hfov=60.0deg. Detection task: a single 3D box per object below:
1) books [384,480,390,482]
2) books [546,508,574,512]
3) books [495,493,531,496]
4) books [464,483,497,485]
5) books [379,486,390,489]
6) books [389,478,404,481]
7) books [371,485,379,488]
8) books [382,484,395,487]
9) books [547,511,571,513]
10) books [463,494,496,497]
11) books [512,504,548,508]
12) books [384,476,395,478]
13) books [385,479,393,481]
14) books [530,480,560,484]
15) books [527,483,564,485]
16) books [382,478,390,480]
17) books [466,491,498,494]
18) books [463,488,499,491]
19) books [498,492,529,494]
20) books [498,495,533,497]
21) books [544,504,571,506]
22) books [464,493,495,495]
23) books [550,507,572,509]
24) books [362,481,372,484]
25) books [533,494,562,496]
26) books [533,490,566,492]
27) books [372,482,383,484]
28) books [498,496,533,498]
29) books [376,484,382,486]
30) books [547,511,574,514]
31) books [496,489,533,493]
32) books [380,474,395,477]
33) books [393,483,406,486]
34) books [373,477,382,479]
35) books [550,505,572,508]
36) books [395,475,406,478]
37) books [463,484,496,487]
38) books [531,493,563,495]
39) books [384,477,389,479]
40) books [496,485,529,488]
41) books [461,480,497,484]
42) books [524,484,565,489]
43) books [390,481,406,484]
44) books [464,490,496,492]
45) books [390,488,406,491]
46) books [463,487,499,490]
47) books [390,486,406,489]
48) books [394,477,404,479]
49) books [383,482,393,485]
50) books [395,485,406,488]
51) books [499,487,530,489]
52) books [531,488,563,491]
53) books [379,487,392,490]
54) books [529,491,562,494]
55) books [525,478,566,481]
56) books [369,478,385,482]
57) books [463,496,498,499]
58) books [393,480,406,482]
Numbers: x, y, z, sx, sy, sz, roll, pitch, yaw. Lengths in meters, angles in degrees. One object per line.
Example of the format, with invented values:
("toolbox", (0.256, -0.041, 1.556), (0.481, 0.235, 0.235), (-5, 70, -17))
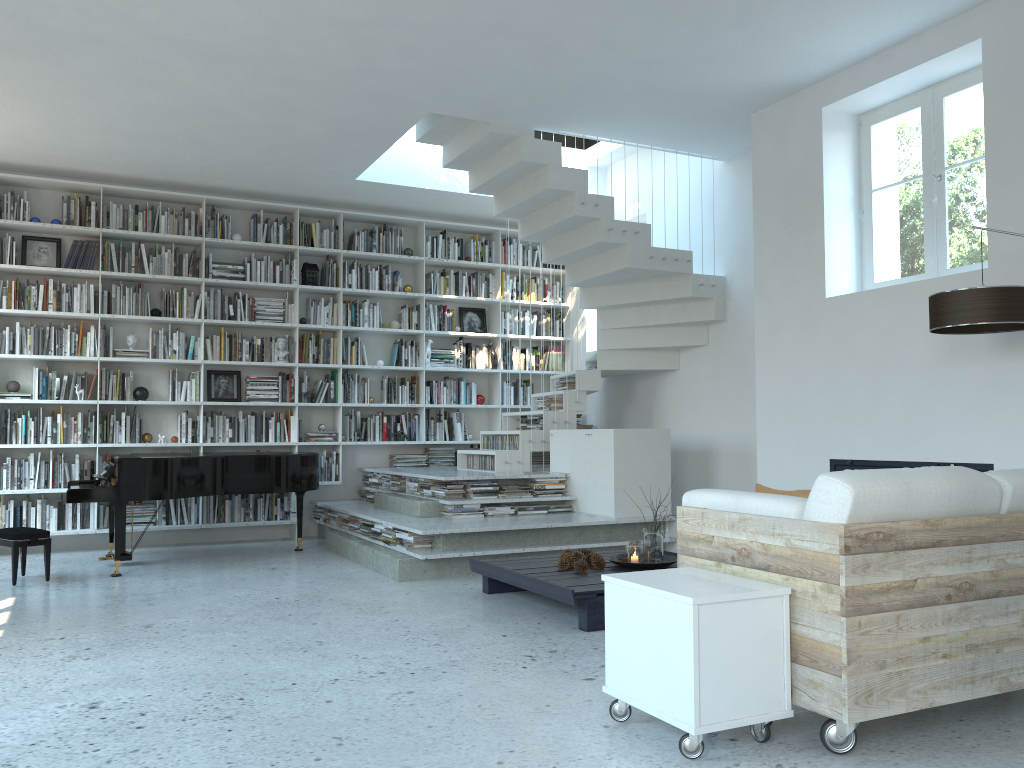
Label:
("books", (-1.070, 0.895, 8.163), (0.150, 0.013, 0.215), (1, -4, -26))
("books", (0.361, 1.013, 7.168), (0.234, 0.017, 0.151), (1, -4, -25))
("books", (-0.008, 0.885, 7.129), (0.293, 0.014, 0.134), (2, -4, -29))
("books", (-0.254, 0.788, 6.998), (0.228, 0.009, 0.159), (2, -4, -30))
("books", (-1.091, 0.948, 8.150), (0.190, 0.012, 0.235), (1, -4, -28))
("books", (-0.962, 0.848, 7.897), (0.187, 0.009, 0.261), (1, -4, -27))
("books", (-1.217, 0.974, 8.426), (0.173, 0.017, 0.233), (1, -4, -27))
("books", (-1.084, 0.931, 8.154), (0.164, 0.023, 0.242), (1, -4, -22))
("books", (0.362, 1.026, 7.166), (0.179, 0.010, 0.160), (1, -4, -26))
("books", (-0.257, 0.877, 7.002), (0.227, 0.013, 0.148), (1, -4, -28))
("books", (0.120, 0.968, 7.040), (0.275, 0.009, 0.176), (1, -4, -26))
("books", (-1.075, 0.851, 8.162), (0.149, 0.013, 0.220), (1, -4, -23))
("books", (-1.073, 0.882, 8.162), (0.144, 0.013, 0.220), (1, -4, -23))
("books", (0.267, 0.798, 7.250), (0.192, 0.024, 0.167), (1, -3, -21))
("books", (0.270, 0.815, 7.243), (0.261, 0.012, 0.179), (1, -4, -22))
("books", (-1.080, 0.871, 8.159), (0.167, 0.008, 0.234), (1, -4, -27))
("books", (-0.249, 0.852, 6.987), (0.215, 0.013, 0.189), (1, -4, -27))
("books", (-0.255, 0.830, 7.000), (0.260, 0.009, 0.153), (1, -4, -23))
("books", (-0.001, 0.870, 7.116), (0.214, 0.015, 0.177), (1, -4, -25))
("books", (0.001, 0.894, 7.111), (0.287, 0.005, 0.165), (1, -4, -21))
("books", (0.357, 0.980, 7.178), (0.215, 0.007, 0.130), (1, -4, -24))
("books", (-0.260, 0.866, 7.007), (0.207, 0.012, 0.131), (2, -4, -30))
("books", (0.359, 1.001, 7.172), (0.225, 0.007, 0.133), (1, -4, -22))
("books", (-1.350, 0.958, 8.686), (0.175, 0.017, 0.265), (1, -4, -23))
("books", (0.268, 0.904, 7.244), (0.220, 0.011, 0.177), (1, -4, -28))
("books", (0.272, 0.869, 7.237), (0.281, 0.008, 0.181), (1, -4, -21))
("books", (-1.212, 0.941, 8.431), (0.152, 0.009, 0.259), (2, -4, -29))
("books", (0.001, 0.900, 7.110), (0.291, 0.007, 0.174), (1, -4, -23))
("books", (-1.200, 0.956, 8.436), (0.131, 0.021, 0.240), (1, -4, -24))
("books", (0.364, 1.034, 7.161), (0.261, 0.006, 0.151), (2, -4, -30))
("books", (0.006, 0.854, 7.103), (0.273, 0.014, 0.188), (2, -4, -31))
("books", (-1.086, 0.837, 8.157), (0.165, 0.015, 0.243), (2, -4, -31))
("books", (-0.950, 0.891, 7.901), (0.159, 0.018, 0.203), (1, -4, -28))
("books", (-1.218, 0.895, 8.430), (0.171, 0.007, 0.206), (1, -4, -24))
("books", (0.357, 0.991, 7.178), (0.229, 0.014, 0.133), (1, -4, -27))
("books", (-0.948, 0.817, 7.905), (0.139, 0.028, 0.262), (1, -3, -21))
("books", (-0.257, 0.801, 7.005), (0.221, 0.018, 0.154), (1, -4, -25))
("books", (0.264, 0.894, 7.253), (0.259, 0.009, 0.152), (2, -4, -29))
("books", (-1.075, 0.862, 8.162), (0.160, 0.010, 0.179), (1, -4, -26))
("books", (0.001, 0.819, 7.114), (0.203, 0.011, 0.173), (2, -4, -31))
("books", (-0.263, 0.777, 7.017), (0.261, 0.016, 0.129), (1, -4, -27))
("books", (0.267, 0.837, 7.249), (0.284, 0.030, 0.177), (1, -4, -25))
("books", (-0.958, 0.873, 7.898), (0.179, 0.017, 0.293), (1, -4, -25))
("books", (-0.254, 0.840, 6.997), (0.210, 0.012, 0.168), (1, -4, -25))
("books", (-0.965, 0.935, 7.892), (0.182, 0.011, 0.253), (1, -4, -22))
("books", (-0.246, 0.817, 6.981), (0.230, 0.015, 0.190), (1, -4, -21))
("books", (-0.959, 0.923, 7.895), (0.178, 0.014, 0.247), (1, -4, -28))
("books", (-0.938, 0.838, 7.909), (0.128, 0.013, 0.296), (1, -4, -28))
("books", (-1.074, 0.910, 8.160), (0.154, 0.018, 0.221), (1, -4, -27))
("books", (-0.939, 0.908, 7.906), (0.138, 0.017, 0.237), (1, -4, -27))
("books", (-0.002, 0.832, 7.119), (0.245, 0.013, 0.172), (1, -4, -27))
("books", (0.263, 0.859, 7.256), (0.268, 0.014, 0.160), (1, -4, -27))
("books", (-1.087, 0.960, 8.151), (0.183, 0.012, 0.296), (1, -4, -27))
("books", (0.261, 0.883, 7.259), (0.262, 0.016, 0.132), (2, -4, -31))
("books", (0.272, 0.779, 7.241), (0.285, 0.013, 0.181), (2, -4, -31))
("books", (-1.228, 0.913, 8.424), (0.189, 0.030, 0.238), (2, -4, -29))
("books", (-0.251, 0.890, 6.989), (0.216, 0.015, 0.177), (1, -4, -28))
("books", (-0.956, 0.859, 7.900), (0.161, 0.012, 0.254), (1, -4, -22))
